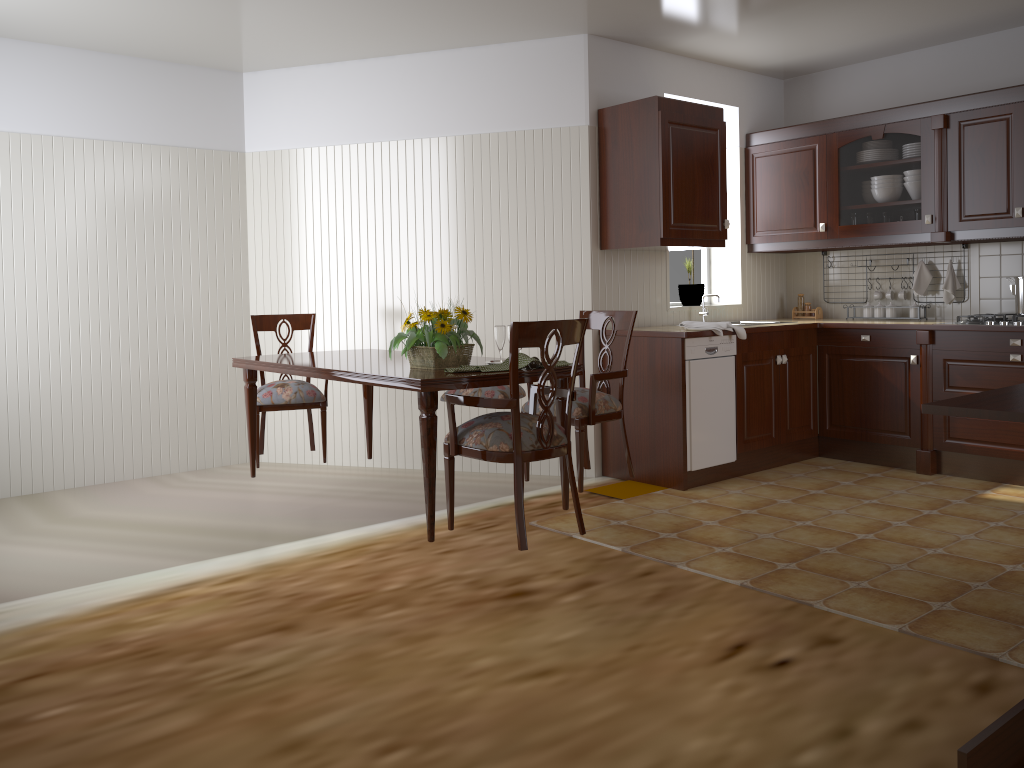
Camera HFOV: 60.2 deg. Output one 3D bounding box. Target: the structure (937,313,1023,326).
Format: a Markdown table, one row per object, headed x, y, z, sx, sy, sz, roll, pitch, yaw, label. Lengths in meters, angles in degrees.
| x | y | z | sx | sy | sz | roll | pitch | yaw | label |
| --- | --- | --- | --- | --- | --- | --- | --- | --- | --- |
| 2.722 | -0.335 | 4.596 | 0.592 | 0.046 | 0.817 | -6 | 8 | -39 | structure |

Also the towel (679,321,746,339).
| x | y | z | sx | sy | sz | roll | pitch | yaw | label |
| --- | --- | --- | --- | --- | --- | --- | --- | --- | --- |
| 1.073 | -0.286 | 4.719 | 0.343 | 0.097 | 0.331 | 0 | 6 | 13 | towel |

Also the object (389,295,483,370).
| x | y | z | sx | sy | sz | roll | pitch | yaw | label |
| --- | --- | --- | --- | --- | --- | --- | --- | --- | --- |
| -0.293 | -0.197 | 3.329 | 0.299 | 0.336 | 0.319 | 2 | 5 | 42 | object |

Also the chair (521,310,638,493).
| x | y | z | sx | sy | sz | roll | pitch | yaw | label |
| --- | --- | --- | --- | --- | --- | --- | --- | --- | --- |
| 0.302 | 0.054 | 3.906 | 0.460 | 0.744 | 0.405 | -4 | 3 | -42 | chair |

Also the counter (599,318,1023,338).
| x | y | z | sx | sy | sz | roll | pitch | yaw | label |
| --- | --- | --- | --- | --- | --- | --- | --- | --- | --- |
| 2.070 | -0.269 | 4.433 | 1.829 | 0.032 | 2.788 | -6 | 8 | -39 | counter |

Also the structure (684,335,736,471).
| x | y | z | sx | sy | sz | roll | pitch | yaw | label |
| --- | --- | --- | --- | --- | --- | --- | --- | --- | --- |
| 0.935 | 0.112 | 4.778 | 0.425 | 0.745 | 0.379 | -3 | 3 | -39 | structure |

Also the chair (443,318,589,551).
| x | y | z | sx | sy | sz | roll | pitch | yaw | label |
| --- | --- | --- | --- | --- | --- | --- | --- | --- | --- |
| 0.014 | 0.146 | 3.090 | 0.405 | 0.744 | 0.460 | -3 | 3 | -39 | chair |

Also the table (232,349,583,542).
| x | y | z | sx | sy | sz | roll | pitch | yaw | label |
| --- | --- | --- | --- | --- | --- | --- | --- | --- | --- |
| -0.507 | 0.180 | 3.722 | 0.736 | 0.556 | 1.681 | -5 | 7 | -39 | table |

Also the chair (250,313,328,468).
| x | y | z | sx | sy | sz | roll | pitch | yaw | label |
| --- | --- | --- | --- | --- | --- | --- | --- | --- | --- |
| -1.158 | 0.016 | 4.561 | 0.405 | 0.744 | 0.461 | -2 | 3 | -18 | chair |

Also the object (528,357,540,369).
| x | y | z | sx | sy | sz | roll | pitch | yaw | label |
| --- | --- | --- | --- | --- | --- | --- | --- | --- | --- |
| 0.048 | -0.081 | 3.220 | 0.046 | 0.046 | 0.147 | -3 | 6 | -26 | object |

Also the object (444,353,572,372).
| x | y | z | sx | sy | sz | roll | pitch | yaw | label |
| --- | --- | --- | --- | --- | --- | --- | --- | --- | --- |
| 0.002 | -0.082 | 3.213 | 0.529 | 0.056 | 0.167 | -4 | 6 | -26 | object |

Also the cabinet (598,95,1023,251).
| x | y | z | sx | sy | sz | roll | pitch | yaw | label |
| --- | --- | --- | --- | --- | --- | --- | --- | --- | --- |
| 1.897 | -1.099 | 4.284 | 1.372 | 0.776 | 2.786 | -5 | 7 | -39 | cabinet |
